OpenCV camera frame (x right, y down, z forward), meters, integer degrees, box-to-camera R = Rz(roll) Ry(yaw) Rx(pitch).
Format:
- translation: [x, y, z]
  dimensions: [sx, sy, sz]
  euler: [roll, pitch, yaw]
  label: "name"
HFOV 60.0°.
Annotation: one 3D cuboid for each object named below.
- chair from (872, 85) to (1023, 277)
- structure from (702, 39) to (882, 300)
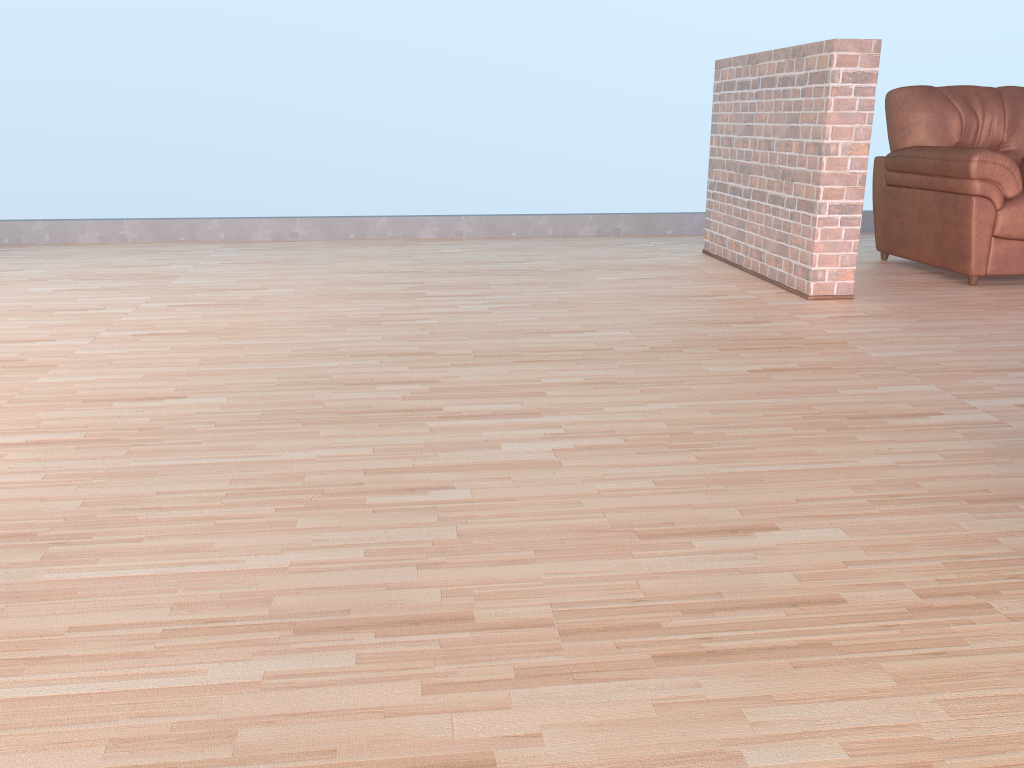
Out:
- translation: [2.465, -1.056, 4.470]
  dimensions: [0.970, 0.879, 0.936]
  euler: [-2, 17, -7]
  label: "chair"
- translation: [1.299, -1.075, 4.366]
  dimensions: [0.211, 1.057, 1.422]
  euler: [-2, 17, -7]
  label: "structure"
